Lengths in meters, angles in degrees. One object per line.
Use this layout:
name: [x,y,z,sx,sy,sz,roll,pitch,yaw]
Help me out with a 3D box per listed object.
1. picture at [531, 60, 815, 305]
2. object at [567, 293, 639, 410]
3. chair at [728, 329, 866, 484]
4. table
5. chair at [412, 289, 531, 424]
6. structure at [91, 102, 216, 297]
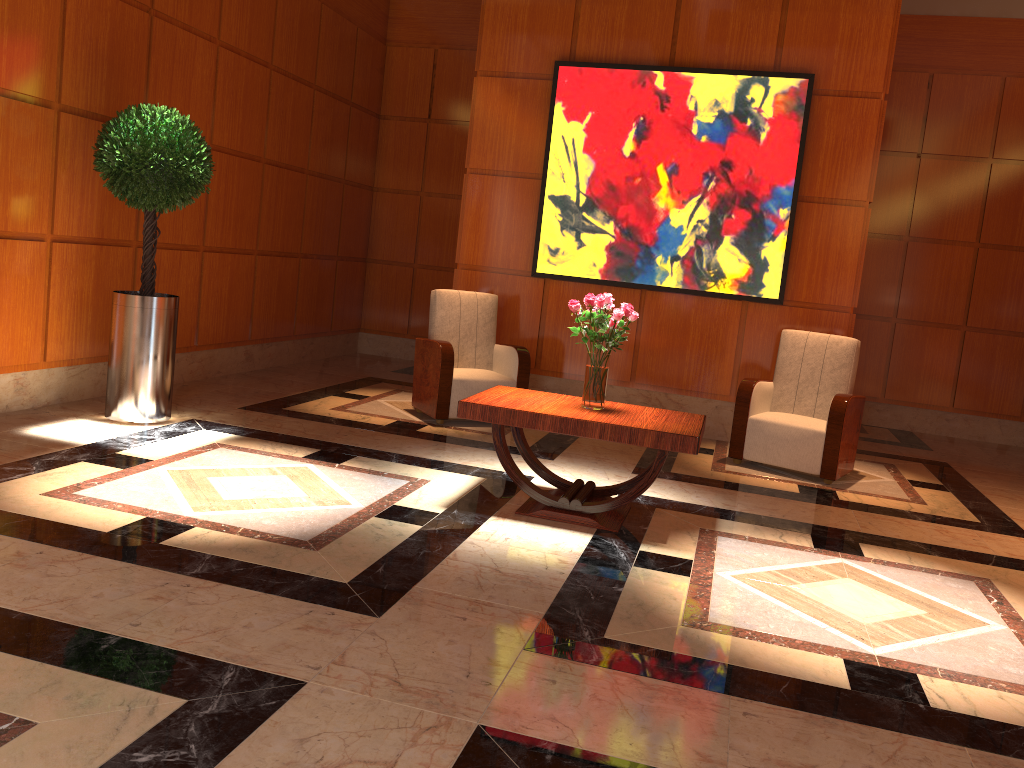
picture: [1.216,-1.602,6.969,1.999,1.730,0.057,8,6,14]
object: [0.442,-0.171,4.528,0.351,0.593,0.327,10,7,34]
chair: [2.028,0.119,6.211,0.740,0.957,0.629,10,8,33]
table: [0.359,0.388,4.557,1.169,0.532,0.727,8,7,14]
chair: [-0.312,-0.219,6.803,0.737,0.957,0.632,3,7,-27]
structure: [-2.268,-0.895,5.544,0.721,1.706,0.725,5,6,-8]
